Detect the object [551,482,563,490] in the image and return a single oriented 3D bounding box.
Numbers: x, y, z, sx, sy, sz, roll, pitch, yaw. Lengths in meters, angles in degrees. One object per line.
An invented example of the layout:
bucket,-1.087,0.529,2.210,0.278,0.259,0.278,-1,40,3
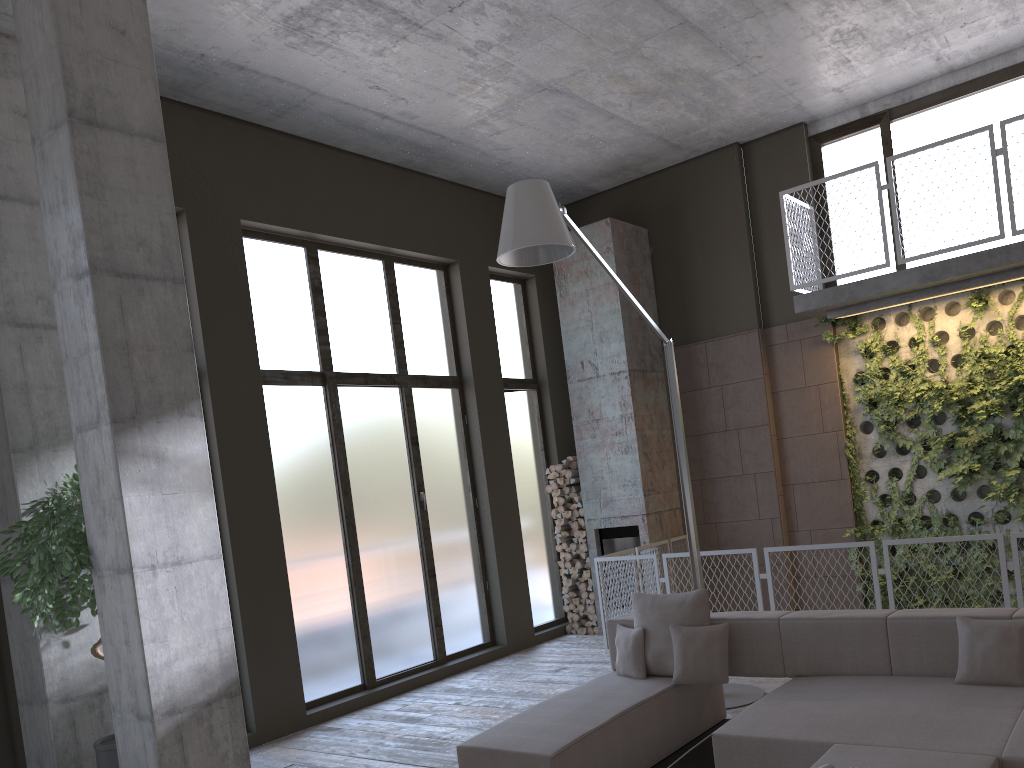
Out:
object,0.627,1.187,10.320,0.092,0.089,0.453,-9,-6,37

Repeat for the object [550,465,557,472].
object,0.608,0.992,10.354,0.092,0.090,0.453,-9,-6,36

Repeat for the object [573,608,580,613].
object,0.844,2.643,10.353,0.090,0.056,0.330,-11,-7,37

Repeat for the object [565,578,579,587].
object,0.800,2.310,10.336,0.094,0.083,0.477,-10,-7,37

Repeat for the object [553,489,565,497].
object,0.666,1.258,10.306,0.094,0.083,0.477,-10,-7,37

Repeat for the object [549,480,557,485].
object,0.586,1.155,10.374,0.067,0.086,0.423,-8,-6,36

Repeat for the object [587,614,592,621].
object,1.005,2.726,10.370,0.105,0.102,0.290,-9,-6,37

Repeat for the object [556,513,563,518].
object,0.671,1.543,10.394,0.068,0.067,0.420,-9,-6,37

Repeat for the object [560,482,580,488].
object,0.723,1.175,10.281,0.116,0.079,0.433,-10,-7,37

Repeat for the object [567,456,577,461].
object,0.767,0.867,10.240,0.088,0.055,0.330,-11,-7,37

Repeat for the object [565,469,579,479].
object,0.777,1.038,10.198,0.094,0.093,0.435,-9,-6,37

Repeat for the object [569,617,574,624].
object,0.752,2.770,10.352,0.046,0.072,0.250,-8,-5,37

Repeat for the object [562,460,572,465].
object,0.707,0.915,10.259,0.066,0.073,0.357,-9,-6,36

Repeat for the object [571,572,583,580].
object,0.858,2.227,10.311,0.116,0.079,0.433,-10,-7,37

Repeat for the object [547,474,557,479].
object,0.574,1.085,10.389,0.124,0.068,0.361,-11,-8,39

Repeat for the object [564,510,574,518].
object,0.791,1.508,10.294,0.094,0.083,0.477,-10,-7,37

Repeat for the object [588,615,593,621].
object,1.031,2.700,10.258,0.067,0.085,0.423,-8,-6,35

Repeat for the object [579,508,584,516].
object,0.932,1.470,10.199,0.092,0.092,0.435,-9,-6,37

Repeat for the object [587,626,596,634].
object,1.040,2.857,10.297,0.092,0.089,0.453,-9,-6,37

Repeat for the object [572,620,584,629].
object,0.871,2.822,10.410,0.093,0.093,0.435,-9,-6,37

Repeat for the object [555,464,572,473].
object,0.628,0.981,10.231,0.105,0.103,0.290,-9,-6,37

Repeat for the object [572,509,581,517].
object,0.868,1.493,10.257,0.092,0.089,0.453,-9,-6,37

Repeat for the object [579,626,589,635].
object,0.963,2.872,10.335,0.094,0.083,0.477,-10,-7,37

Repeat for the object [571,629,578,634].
object,0.843,2.907,10.434,0.068,0.067,0.420,-9,-6,37

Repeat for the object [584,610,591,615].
object,0.987,2.641,10.269,0.123,0.067,0.361,-11,-8,39

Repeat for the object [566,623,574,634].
object,0.767,2.890,10.445,0.064,0.125,0.362,-7,-5,36

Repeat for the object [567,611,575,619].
object,0.783,2.726,10.428,0.102,0.102,0.291,-9,-6,39

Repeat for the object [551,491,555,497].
object,0.609,1.281,10.355,0.068,0.067,0.420,-9,-6,37

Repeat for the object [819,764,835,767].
object,0.914,1.745,2.936,1.585,0.502,1.058,-3,-7,-33

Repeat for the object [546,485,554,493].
object,0.564,1.226,10.378,0.092,0.092,0.435,-9,-6,37

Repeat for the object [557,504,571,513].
object,0.699,1.458,10.369,0.093,0.093,0.435,-9,-6,37

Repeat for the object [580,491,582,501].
object,0.911,1.287,10.180,0.064,0.126,0.362,-7,-5,36

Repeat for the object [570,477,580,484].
object,0.823,1.109,10.180,0.067,0.067,0.420,-9,-6,37

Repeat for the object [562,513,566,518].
object,0.734,1.531,10.344,0.068,0.067,0.420,-9,-6,37

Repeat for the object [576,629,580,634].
object,0.906,2.895,10.384,0.068,0.067,0.420,-9,-6,37

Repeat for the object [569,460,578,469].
object,0.797,0.944,10.264,0.100,0.107,0.292,-9,-6,39

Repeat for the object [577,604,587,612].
object,0.928,2.596,10.307,0.092,0.089,0.453,-9,-6,36

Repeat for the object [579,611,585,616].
object,0.912,2.672,10.336,0.065,0.074,0.357,-9,-6,36

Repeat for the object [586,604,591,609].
object,0.999,2.575,10.286,0.068,0.071,0.421,-9,-6,37

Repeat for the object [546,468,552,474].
object,0.543,1.017,10.370,0.068,0.069,0.421,-9,-6,37

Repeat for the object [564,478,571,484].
object,0.760,1.124,10.230,0.068,0.066,0.420,-9,-7,37

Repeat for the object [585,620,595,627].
object,1.020,2.788,10.310,0.116,0.079,0.433,-10,-7,37

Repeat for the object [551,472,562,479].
object,0.627,1.057,10.297,0.114,0.079,0.433,-10,-7,37

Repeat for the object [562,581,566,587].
object,0.744,2.334,10.385,0.068,0.067,0.420,-9,-6,37

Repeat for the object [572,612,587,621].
object,0.831,2.718,10.334,0.099,0.107,0.292,-9,-6,39

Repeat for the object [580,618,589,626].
object,0.946,2.793,10.381,0.102,0.086,0.361,-10,-7,37

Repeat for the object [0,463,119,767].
object,-2.295,1.364,4.866,1.001,1.863,0.967,-7,0,4

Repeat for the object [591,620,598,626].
object,1.066,2.750,10.246,0.072,0.072,0.420,-9,-6,37

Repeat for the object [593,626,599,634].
object,1.104,2.834,10.240,0.092,0.092,0.435,-9,-6,37
